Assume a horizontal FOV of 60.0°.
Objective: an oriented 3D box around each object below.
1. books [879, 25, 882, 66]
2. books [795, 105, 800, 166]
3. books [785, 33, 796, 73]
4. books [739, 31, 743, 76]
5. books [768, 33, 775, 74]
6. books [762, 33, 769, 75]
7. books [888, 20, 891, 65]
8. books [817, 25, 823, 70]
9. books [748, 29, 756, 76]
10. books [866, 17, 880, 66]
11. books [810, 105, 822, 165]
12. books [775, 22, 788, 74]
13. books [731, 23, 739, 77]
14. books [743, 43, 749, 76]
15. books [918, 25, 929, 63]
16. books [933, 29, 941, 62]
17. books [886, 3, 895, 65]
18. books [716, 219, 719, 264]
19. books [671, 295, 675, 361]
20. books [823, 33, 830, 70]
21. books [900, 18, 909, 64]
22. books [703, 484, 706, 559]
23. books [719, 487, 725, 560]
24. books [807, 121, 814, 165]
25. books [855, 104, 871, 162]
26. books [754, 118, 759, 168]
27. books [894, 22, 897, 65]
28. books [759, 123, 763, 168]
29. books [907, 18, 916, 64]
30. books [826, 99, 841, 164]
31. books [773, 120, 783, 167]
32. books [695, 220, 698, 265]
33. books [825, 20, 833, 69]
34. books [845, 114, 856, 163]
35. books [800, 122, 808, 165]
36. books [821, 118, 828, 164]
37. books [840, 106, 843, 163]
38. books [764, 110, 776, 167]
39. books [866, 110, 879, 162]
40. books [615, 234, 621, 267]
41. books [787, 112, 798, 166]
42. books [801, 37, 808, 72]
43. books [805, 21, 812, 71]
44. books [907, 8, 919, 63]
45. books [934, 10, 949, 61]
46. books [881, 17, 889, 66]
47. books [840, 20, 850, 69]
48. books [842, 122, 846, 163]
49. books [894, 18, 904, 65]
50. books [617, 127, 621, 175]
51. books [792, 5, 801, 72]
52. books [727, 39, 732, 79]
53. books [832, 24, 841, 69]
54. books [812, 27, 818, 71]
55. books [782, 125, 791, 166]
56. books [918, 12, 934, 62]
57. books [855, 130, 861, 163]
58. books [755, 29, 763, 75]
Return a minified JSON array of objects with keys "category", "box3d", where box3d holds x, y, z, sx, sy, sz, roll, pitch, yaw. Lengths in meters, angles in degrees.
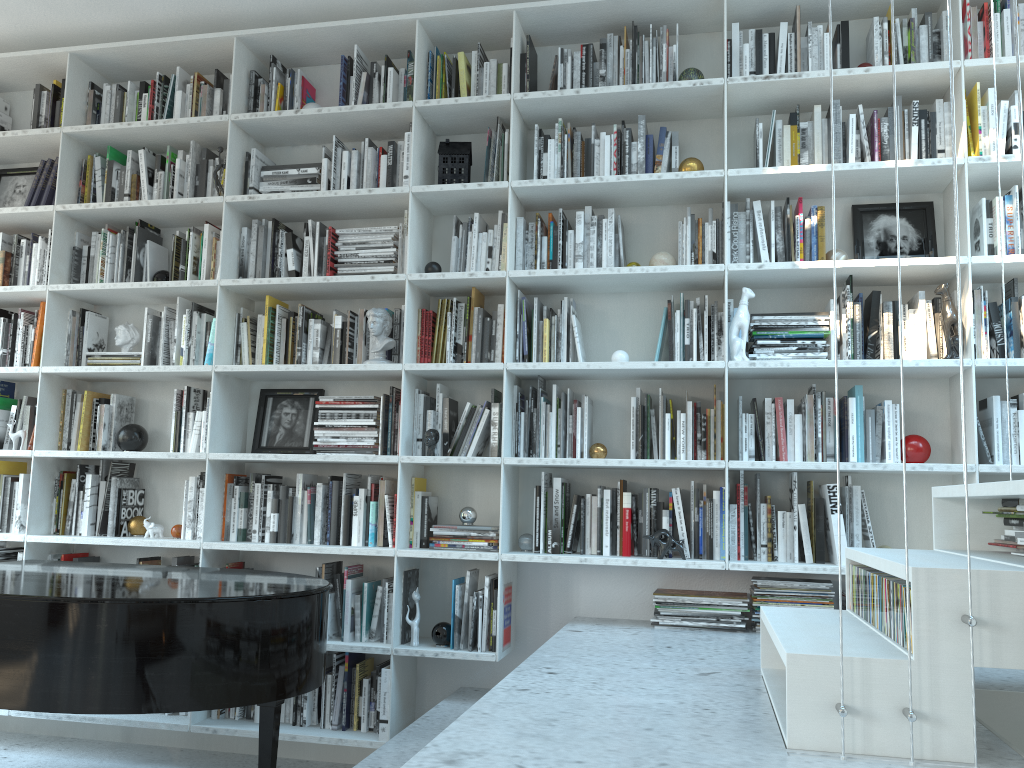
[{"category":"books","box3d":[1.434,-1.263,3.489,0.008,0.220,0.182,0,-7,12]},{"category":"books","box3d":[1.131,-0.934,3.525,0.011,0.296,0.163,0,-7,12]},{"category":"books","box3d":[1.120,-1.265,3.567,0.030,0.230,0.148,0,-7,12]},{"category":"books","box3d":[0.932,-1.280,3.621,0.014,0.263,0.140,0,-7,12]},{"category":"books","box3d":[1.049,-1.272,3.599,0.027,0.249,0.140,0,-7,12]},{"category":"books","box3d":[1.020,-1.265,3.586,0.024,0.230,0.169,0,-7,12]},{"category":"books","box3d":[1.474,-1.279,3.502,0.017,0.258,0.136,0,-7,12]},{"category":"books","box3d":[1.225,-1.277,3.548,0.021,0.253,0.151,0,-7,12]},{"category":"books","box3d":[0.970,-1.275,3.595,0.025,0.250,0.178,0,-7,12]},{"category":"books","box3d":[1.421,-1.280,3.491,0.019,0.255,0.169,0,-7,12]},{"category":"books","box3d":[1.200,-0.931,3.502,0.026,0.287,0.156,0,-7,12]},{"category":"books","box3d":[1.082,-1.289,3.576,0.048,0.277,0.150,0,-7,12]},{"category":"books","box3d":[0.910,-1.296,3.619,0.028,0.294,0.150,0,-7,12]},{"category":"books","box3d":[0.943,-1.243,3.585,0.022,0.182,0.190,0,-7,12]},{"category":"books","box3d":[1.588,-1.257,3.458,0.029,0.209,0.169,0,-7,12]},{"category":"books","box3d":[1.647,-1.255,3.469,0.031,0.211,0.131,0,-7,12]},{"category":"books","box3d":[1.484,-1.312,3.489,0.007,0.320,0.166,0,-7,12]},{"category":"books","box3d":[0.822,-0.531,3.549,0.013,0.220,0.155,0,-7,12]},{"category":"books","box3d":[0.648,-0.198,3.555,0.016,0.290,0.135,0,-7,12]},{"category":"books","box3d":[1.243,-1.253,3.527,0.024,0.201,0.190,0,-7,12]},{"category":"books","box3d":[1.533,-1.278,3.489,0.017,0.256,0.146,0,-7,12]},{"category":"books","box3d":[0.749,0.533,3.445,0.012,0.282,0.143,0,-7,12]},{"category":"books","box3d":[0.811,0.534,3.407,0.025,0.272,0.171,0,-7,12]},{"category":"books","box3d":[1.179,-0.902,3.525,0.024,0.236,0.146,0,-7,12]},{"category":"books","box3d":[1.373,-0.927,3.477,0.048,0.282,0.162,0,-7,12]},{"category":"books","box3d":[0.981,-0.912,3.558,0.012,0.253,0.161,0,-7,12]},{"category":"books","box3d":[1.487,-1.266,3.474,0.007,0.225,0.170,0,-7,12]},{"category":"books","box3d":[0.993,-0.904,3.552,0.013,0.236,0.142,0,-7,12]},{"category":"books","box3d":[1.546,-1.270,3.463,0.018,0.234,0.186,0,-7,12]},{"category":"books","box3d":[1.243,-0.925,3.448,0.032,0.265,0.246,0,-7,12]},{"category":"books","box3d":[1.064,-0.910,3.547,0.026,0.250,0.130,0,-7,12]},{"category":"books","box3d":[0.746,-0.532,3.584,0.011,0.227,0.131,0,-7,12]},{"category":"books","box3d":[1.267,-1.288,3.553,0.012,0.278,0.153,0,-7,12]},{"category":"books","box3d":[1.312,-0.904,3.460,0.030,0.229,0.187,0,-7,12]},{"category":"books","box3d":[1.150,-0.898,3.516,0.030,0.224,0.158,0,-7,12]},{"category":"books","box3d":[1.226,-0.905,3.503,0.025,0.238,0.143,0,-7,12]},{"category":"books","box3d":[1.286,-0.927,3.502,0.012,0.284,0.159,0,-7,12]},{"category":"books","box3d":[1.025,-0.926,3.548,0.051,0.282,0.167,0,-7,12]},{"category":"books","box3d":[1.397,-0.909,3.445,0.014,0.239,0.189,0,-7,12]},{"category":"books","box3d":[0.438,-0.511,3.650,0.015,0.189,0.104,0,-7,12]},{"category":"books","box3d":[1.110,-0.917,3.518,0.026,0.260,0.167,0,-7,12]},{"category":"books","box3d":[1.166,-1.259,3.569,0.030,0.220,0.133,0,-7,12]},{"category":"books","box3d":[1.184,-1.282,3.547,0.014,0.261,0.168,0,-7,12]},{"category":"books","box3d":[1.569,-1.300,3.482,0.020,0.299,0.131,0,-7,12]},{"category":"books","box3d":[1.670,-1.284,3.445,0.026,0.263,0.163,0,-7,12]},{"category":"books","box3d":[1.455,-1.277,3.492,0.016,0.251,0.189,0,-7,12]},{"category":"books","box3d":[1.313,-1.279,3.526,0.030,0.257,0.165,0,-7,12]},{"category":"books","box3d":[1.297,-0.896,3.492,0.013,0.220,0.145,0,-7,12]},{"category":"books","box3d":[1.506,-1.276,3.479,0.031,0.248,0.165,0,-7,12]},{"category":"books","box3d":[0.451,-0.916,3.699,0.010,0.271,0.120,0,-7,12]},{"category":"books","box3d":[1.141,-1.317,3.557,0.014,0.331,0.180,0,-7,12]},{"category":"books","box3d":[0.882,-1.259,3.614,0.023,0.219,0.172,0,-7,12]},{"category":"books","box3d":[1.295,-1.276,3.542,0.012,0.253,0.161,0,-7,12]},{"category":"books","box3d":[1.201,-1.269,3.543,0.022,0.236,0.172,0,-7,12]},{"category":"books","box3d":[1.083,-0.891,3.516,0.025,0.207,0.175,0,-7,12]},{"category":"books","box3d":[1.619,-1.289,3.474,0.025,0.279,0.136,0,-7,12]},{"category":"books","box3d":[1.349,-0.881,3.497,0.027,0.196,0.131,0,-7,12]},{"category":"books","box3d":[0.994,-1.272,3.585,0.026,0.241,0.185,0,-7,12]}]
